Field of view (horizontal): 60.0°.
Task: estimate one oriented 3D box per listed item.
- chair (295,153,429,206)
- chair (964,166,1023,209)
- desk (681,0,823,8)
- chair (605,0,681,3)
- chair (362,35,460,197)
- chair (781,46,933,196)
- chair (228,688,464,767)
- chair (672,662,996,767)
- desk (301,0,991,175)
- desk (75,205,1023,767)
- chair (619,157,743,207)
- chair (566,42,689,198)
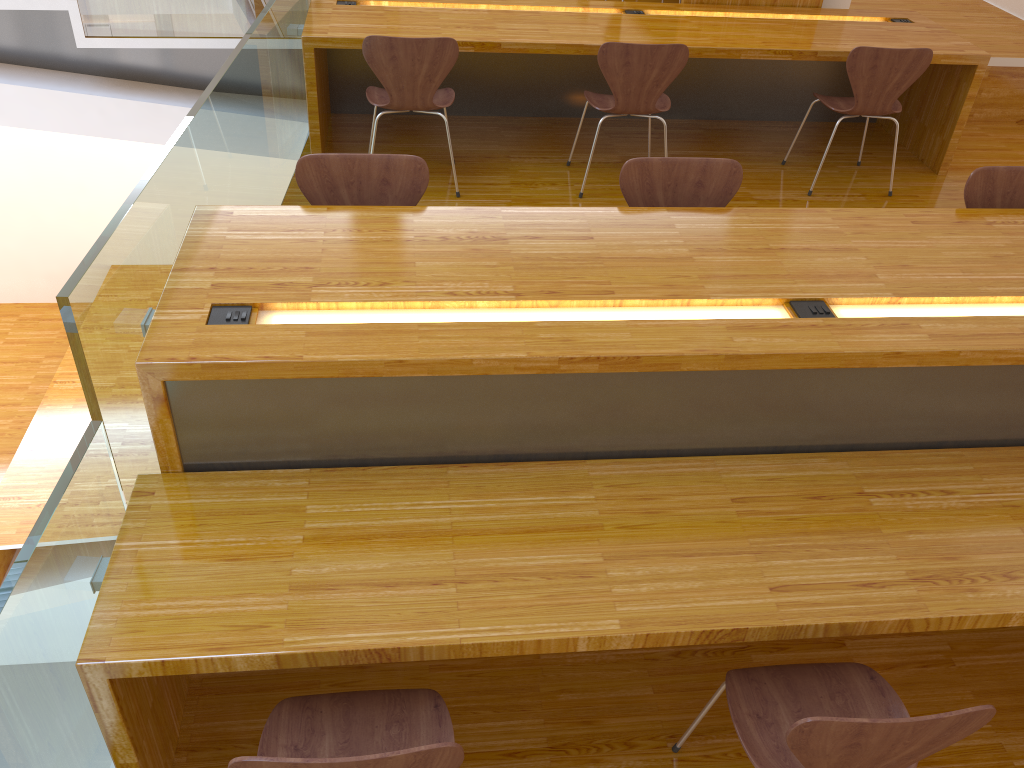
[{"bbox_3d":[-0.439,-0.289,2.666,0.428,0.693,0.381,-1,37,-7],"label":"chair"},{"bbox_3d":[1.639,-0.308,2.892,0.428,0.693,0.381,-1,37,-7],"label":"chair"},{"bbox_3d":[1.105,-3.023,5.894,0.760,0.606,3.185,-1,37,-7],"label":"desk"},{"bbox_3d":[0.789,-2.474,5.071,0.381,0.693,0.428,-1,37,-7],"label":"chair"},{"bbox_3d":[-0.446,-1.226,3.910,0.428,0.693,0.381,-1,37,-7],"label":"chair"},{"bbox_3d":[1.624,-1.292,4.196,0.428,0.693,0.381,-1,37,-7],"label":"chair"},{"bbox_3d":[-0.310,0.772,1.794,0.428,0.693,0.381,-1,37,-7],"label":"chair"},{"bbox_3d":[0.654,0.752,1.912,0.428,0.693,0.381,-1,37,-7],"label":"chair"},{"bbox_3d":[0.621,-1.505,4.463,3.185,0.606,0.760,-1,37,-7],"label":"desk"},{"bbox_3d":[0.714,0.220,2.441,3.236,0.918,1.285,-1,37,-7],"label":"desk"},{"bbox_3d":[0.525,-0.309,2.785,0.428,0.693,0.381,-1,37,-7],"label":"chair"},{"bbox_3d":[0.518,-1.246,4.029,0.428,0.693,0.381,-1,37,-7],"label":"chair"}]
